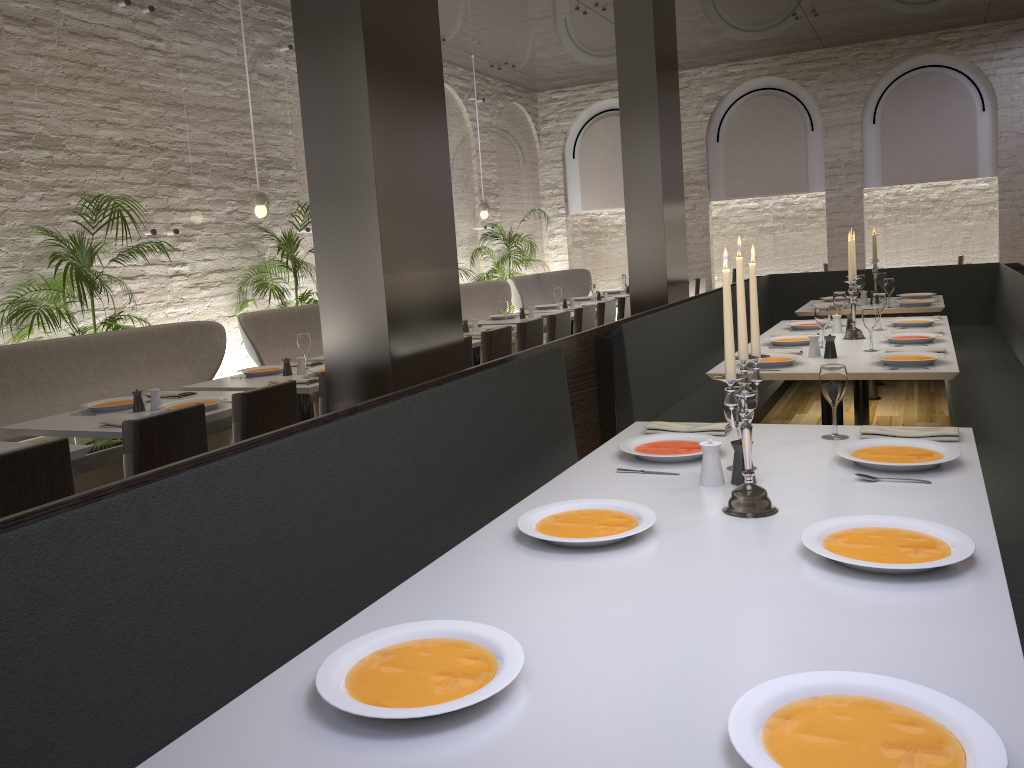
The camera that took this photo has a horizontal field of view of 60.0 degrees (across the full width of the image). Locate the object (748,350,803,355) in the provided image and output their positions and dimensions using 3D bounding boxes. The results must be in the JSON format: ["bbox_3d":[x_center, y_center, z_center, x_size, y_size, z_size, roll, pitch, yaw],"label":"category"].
[{"bbox_3d":[1.413,-0.164,4.762,0.273,0.033,0.143,0,9,25],"label":"object"}]

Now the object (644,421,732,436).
[{"bbox_3d":[0.606,0.147,3.034,0.273,0.033,0.143,0,9,25],"label":"object"}]

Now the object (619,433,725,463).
[{"bbox_3d":[0.490,0.201,2.724,0.322,0.036,0.323,4,12,45],"label":"object"}]

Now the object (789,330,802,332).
[{"bbox_3d":[1.901,-0.346,5.763,0.185,0.010,0.017,0,9,25],"label":"object"}]

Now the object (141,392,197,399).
[{"bbox_3d":[-1.872,0.058,4.834,0.273,0.033,0.143,0,9,25],"label":"object"}]

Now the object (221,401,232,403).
[{"bbox_3d":[-1.475,0.089,4.466,0.185,0.010,0.017,0,9,25],"label":"object"}]

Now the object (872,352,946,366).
[{"bbox_3d":[1.865,-0.114,4.169,0.321,0.036,0.323,-4,9,1],"label":"object"}]

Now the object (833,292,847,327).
[{"bbox_3d":[2.189,-0.499,5.910,0.086,0.230,0.087,1,8,37],"label":"object"}]

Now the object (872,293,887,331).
[{"bbox_3d":[2.300,-0.451,5.543,0.086,0.230,0.087,1,8,37],"label":"object"}]

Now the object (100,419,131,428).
[{"bbox_3d":[-1.698,0.174,3.982,0.273,0.033,0.143,0,9,25],"label":"object"}]

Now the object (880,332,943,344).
[{"bbox_3d":[2.212,-0.250,4.912,0.322,0.036,0.323,4,12,45],"label":"object"}]

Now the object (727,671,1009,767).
[{"bbox_3d":[0.433,0.449,1.102,0.321,0.036,0.323,-4,9,1],"label":"object"}]

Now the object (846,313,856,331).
[{"bbox_3d":[2.111,-0.377,5.517,0.068,0.126,0.069,-2,7,19],"label":"object"}]

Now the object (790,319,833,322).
[{"bbox_3d":[2.119,-0.442,6.275,0.273,0.033,0.143,0,9,25],"label":"object"}]

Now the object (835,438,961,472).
[{"bbox_3d":[1.064,0.201,2.452,0.322,0.036,0.323,4,12,45],"label":"object"}]

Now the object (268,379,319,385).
[{"bbox_3d":[-1.223,-0.013,5.000,0.273,0.033,0.143,0,9,25],"label":"object"}]

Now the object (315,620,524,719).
[{"bbox_3d":[-0.140,0.449,1.373,0.321,0.036,0.323,-4,9,1],"label":"object"}]

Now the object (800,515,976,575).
[{"bbox_3d":[0.745,0.327,1.769,0.321,0.036,0.323,-4,9,1],"label":"object"}]

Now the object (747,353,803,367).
[{"bbox_3d":[1.292,-0.114,4.440,0.321,0.036,0.323,0,9,23],"label":"object"}]

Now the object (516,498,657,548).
[{"bbox_3d":[0.171,0.327,2.041,0.321,0.036,0.323,-4,9,1],"label":"object"}]

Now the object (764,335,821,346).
[{"bbox_3d":[1.639,-0.251,5.184,0.322,0.036,0.323,4,12,45],"label":"object"}]

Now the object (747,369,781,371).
[{"bbox_3d":[1.194,-0.068,4.250,0.185,0.010,0.017,0,9,25],"label":"object"}]

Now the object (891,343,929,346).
[{"bbox_3d":[2.128,-0.210,4.738,0.181,0.015,0.038,0,9,27],"label":"object"}]

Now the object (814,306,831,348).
[{"bbox_3d":[1.727,-0.317,4.922,0.086,0.230,0.087,-1,7,25],"label":"object"}]

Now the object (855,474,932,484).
[{"bbox_3d":[0.975,0.243,2.271,0.181,0.015,0.038,0,9,27],"label":"object"}]

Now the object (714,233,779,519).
[{"bbox_3d":[0.546,-0.022,2.084,0.131,0.654,0.392,0,8,36],"label":"object"}]

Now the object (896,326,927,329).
[{"bbox_3d":[2.488,-0.352,5.511,0.181,0.015,0.038,0,9,27],"label":"object"}]

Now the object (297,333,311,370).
[{"bbox_3d":[-1.305,-0.203,5.592,0.086,0.230,0.087,-7,7,-22],"label":"object"}]

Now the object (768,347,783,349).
[{"bbox_3d":[1.540,-0.204,4.990,0.185,0.010,0.017,0,9,25],"label":"object"}]

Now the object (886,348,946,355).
[{"bbox_3d":[2.036,-0.164,4.470,0.273,0.033,0.143,0,9,25],"label":"object"}]

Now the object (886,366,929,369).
[{"bbox_3d":[1.782,-0.075,3.998,0.181,0.015,0.038,0,9,27],"label":"object"}]

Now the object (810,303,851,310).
[{"bbox_3d":[2.621,-0.637,7.288,0.321,0.036,0.323,-4,9,1],"label":"object"}]

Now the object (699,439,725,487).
[{"bbox_3d":[0.532,0.210,2.363,0.068,0.126,0.069,-2,7,19],"label":"object"}]

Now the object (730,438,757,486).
[{"bbox_3d":[0.612,0.206,2.352,0.068,0.126,0.069,-2,7,19],"label":"object"}]

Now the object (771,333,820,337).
[{"bbox_3d":[1.759,-0.300,5.502,0.273,0.033,0.143,0,9,25],"label":"object"}]

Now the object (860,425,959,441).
[{"bbox_3d":[1.229,0.147,2.741,0.273,0.033,0.143,0,9,25],"label":"object"}]

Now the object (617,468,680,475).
[{"bbox_3d":[0.388,0.249,2.522,0.185,0.010,0.017,0,9,25],"label":"object"}]

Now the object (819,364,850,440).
[{"bbox_3d":[1.012,0.055,2.784,0.086,0.230,0.087,1,8,37],"label":"object"}]

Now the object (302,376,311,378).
[{"bbox_3d":[-1.152,-0.041,5.160,0.181,0.015,0.038,0,9,27],"label":"object"}]

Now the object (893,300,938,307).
[{"bbox_3d":[3.195,-0.637,7.016,0.321,0.036,0.323,-4,9,1],"label":"object"}]

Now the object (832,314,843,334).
[{"bbox_3d":[2.038,-0.377,5.555,0.068,0.126,0.069,-2,7,19],"label":"object"}]

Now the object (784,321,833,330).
[{"bbox_3d":[1.996,-0.391,5.948,0.321,0.036,0.323,-1,9,21],"label":"object"}]

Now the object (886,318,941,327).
[{"bbox_3d":[2.570,-0.391,5.677,0.321,0.036,0.323,-1,9,21],"label":"object"}]

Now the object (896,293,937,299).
[{"bbox_3d":[3.508,-0.760,7.687,0.322,0.036,0.323,-7,9,-16],"label":"object"}]

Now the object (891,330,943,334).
[{"bbox_3d":[2.381,-0.300,5.210,0.273,0.033,0.143,0,9,25],"label":"object"}]

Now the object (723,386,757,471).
[{"bbox_3d":[0.641,0.126,2.491,0.086,0.230,0.087,1,8,37],"label":"object"}]

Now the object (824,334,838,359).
[{"bbox_3d":[1.618,-0.190,4.506,0.069,0.126,0.069,-8,8,-33],"label":"object"}]

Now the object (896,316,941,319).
[{"bbox_3d":[2.742,-0.442,5.982,0.273,0.033,0.143,0,9,25],"label":"object"}]

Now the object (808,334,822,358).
[{"bbox_3d":[1.565,-0.198,4.586,0.069,0.126,0.069,-10,9,-41],"label":"object"}]

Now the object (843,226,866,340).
[{"bbox_3d":[1.992,-0.591,5.180,0.131,0.654,0.392,0,8,36],"label":"object"}]

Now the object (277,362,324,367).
[{"bbox_3d":[-1.397,-0.129,5.853,0.273,0.033,0.143,0,9,25],"label":"object"}]

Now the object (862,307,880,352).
[{"bbox_3d":[1.881,-0.287,4.646,0.086,0.230,0.087,-7,7,-22],"label":"object"}]
